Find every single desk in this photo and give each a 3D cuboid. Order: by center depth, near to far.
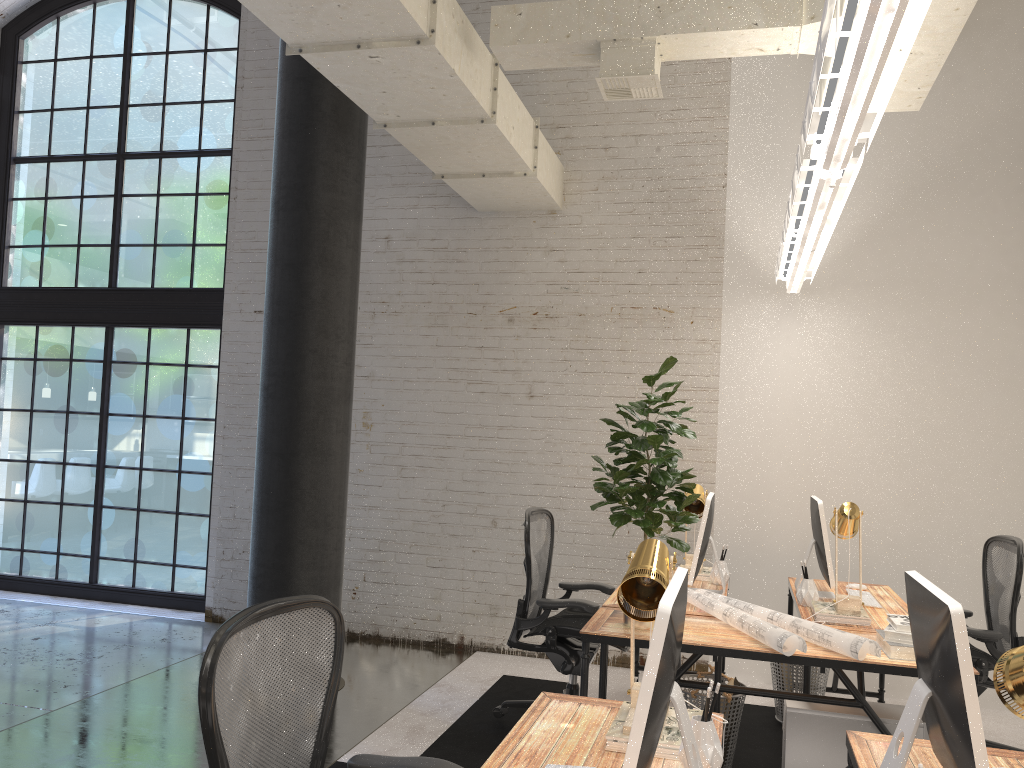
[{"bbox_3d":[0.969,1.264,1.661,0.529,0.724,1.402,2,-3,15],"label":"desk"},{"bbox_3d":[0.152,1.237,1.883,0.529,0.724,1.402,2,-3,15],"label":"desk"},{"bbox_3d":[0.975,1.339,3.431,1.400,0.724,0.530,2,-3,15],"label":"desk"},{"bbox_3d":[1.622,1.415,4.261,0.529,0.724,1.402,2,-3,15],"label":"desk"},{"bbox_3d":[0.805,1.388,4.483,0.529,0.724,1.402,2,-3,15],"label":"desk"}]

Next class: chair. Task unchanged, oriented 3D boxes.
[{"bbox_3d":[-0.332,1.039,1.919,0.792,1.085,0.771,3,-3,-2],"label":"chair"},{"bbox_3d":[2.123,1.260,4.238,0.792,1.085,0.771,3,-3,-2],"label":"chair"},{"bbox_3d":[0.321,1.190,4.519,0.792,1.085,0.771,3,-3,-2],"label":"chair"}]

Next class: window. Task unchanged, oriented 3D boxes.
[{"bbox_3d":[-3.260,-0.804,7.247,2.490,5.176,0.138,2,-2,15],"label":"window"}]

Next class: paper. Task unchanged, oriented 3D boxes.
[{"bbox_3d":[1.044,0.946,3.593,0.083,0.082,1.134,4,-3,-21],"label":"paper"},{"bbox_3d":[0.882,0.941,3.636,0.083,0.082,1.135,3,-3,-11],"label":"paper"}]

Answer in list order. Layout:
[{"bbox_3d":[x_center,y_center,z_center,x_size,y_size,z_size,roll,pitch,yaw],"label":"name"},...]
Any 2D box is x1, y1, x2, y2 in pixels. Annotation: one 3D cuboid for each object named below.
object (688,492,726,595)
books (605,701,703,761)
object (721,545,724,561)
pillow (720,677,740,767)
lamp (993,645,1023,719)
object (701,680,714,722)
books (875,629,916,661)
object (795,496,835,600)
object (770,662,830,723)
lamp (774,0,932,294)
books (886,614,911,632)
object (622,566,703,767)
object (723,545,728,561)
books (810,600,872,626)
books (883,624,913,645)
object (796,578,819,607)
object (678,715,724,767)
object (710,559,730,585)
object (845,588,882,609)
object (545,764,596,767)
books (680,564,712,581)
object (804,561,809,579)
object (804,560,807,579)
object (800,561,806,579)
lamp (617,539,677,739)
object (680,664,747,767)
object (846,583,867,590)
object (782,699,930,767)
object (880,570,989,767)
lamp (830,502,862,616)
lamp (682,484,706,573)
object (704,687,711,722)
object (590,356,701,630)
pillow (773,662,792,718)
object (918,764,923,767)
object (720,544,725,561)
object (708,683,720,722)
[{"bbox_3d":[0.954,0.782,4.336,0.189,0.485,0.484,2,-3,15],"label":"object"},{"bbox_3d":[0.372,0.887,2.279,0.225,0.038,0.309,2,-3,15],"label":"books"},{"bbox_3d":[1.094,0.942,4.627,0.008,0.207,0.054,3,-2,-2],"label":"object"},{"bbox_3d":[0.949,1.526,3.954,0.119,0.406,0.239,2,-3,15],"label":"pillow"},{"bbox_3d":[0.836,0.606,1.346,0.127,0.469,0.345,2,-3,15],"label":"lamp"},{"bbox_3d":[0.440,0.793,2.056,0.054,0.207,0.008,4,-2,-20],"label":"object"},{"bbox_3d":[1.470,0.967,3.269,0.200,0.050,0.272,2,-3,12],"label":"books"},{"bbox_3d":[1.530,0.816,4.455,0.189,0.485,0.484,2,-3,15],"label":"object"},{"bbox_3d":[1.538,1.584,4.753,0.353,0.434,0.359,2,-3,11],"label":"object"},{"bbox_3d":[0.821,-2.160,1.810,0.226,2.862,7.308,2,-3,15],"label":"lamp"},{"bbox_3d":[1.485,0.890,3.286,0.153,0.030,0.185,2,-3,13],"label":"books"},{"bbox_3d":[0.301,0.631,1.736,0.189,0.485,0.484,2,-3,15],"label":"object"},{"bbox_3d":[1.103,0.945,4.649,0.054,0.207,0.008,3,-2,2],"label":"object"},{"bbox_3d":[1.438,1.003,3.894,0.225,0.038,0.309,2,-3,15],"label":"books"},{"bbox_3d":[1.498,0.921,3.280,0.193,0.044,0.257,1,-4,32],"label":"books"},{"bbox_3d":[1.379,0.971,4.137,0.101,0.126,0.101,4,-3,-30],"label":"object"},{"bbox_3d":[0.436,0.834,2.040,0.101,0.126,0.101,4,-3,-30],"label":"object"},{"bbox_3d":[1.088,0.985,4.640,0.101,0.126,0.101,4,-3,-30],"label":"object"},{"bbox_3d":[1.728,1.054,4.365,0.118,0.017,0.439,2,-3,15],"label":"object"},{"bbox_3d":[0.081,0.858,1.808,0.118,0.017,0.439,2,-3,15],"label":"object"},{"bbox_3d":[1.025,1.038,4.879,0.225,0.038,0.309,2,-3,15],"label":"books"},{"bbox_3d":[1.378,0.929,4.124,0.054,0.207,0.008,4,-2,-20],"label":"object"},{"bbox_3d":[1.377,0.930,4.153,0.008,0.207,0.054,3,-2,-2],"label":"object"},{"bbox_3d":[1.368,0.929,4.131,0.054,0.207,0.008,3,-2,2],"label":"object"},{"bbox_3d":[0.345,0.632,2.247,0.127,0.469,0.345,2,-3,15],"label":"lamp"},{"bbox_3d":[0.875,1.511,3.980,0.353,0.434,0.359,2,-3,11],"label":"object"},{"bbox_3d":[1.818,1.069,4.680,0.106,0.029,0.059,2,-3,16],"label":"object"},{"bbox_3d":[1.346,1.498,3.478,0.543,0.454,0.221,2,-3,15],"label":"object"},{"bbox_3d":[0.878,0.665,1.855,0.189,0.485,0.484,2,-3,15],"label":"object"},{"bbox_3d":[1.490,0.757,3.946,0.126,0.469,0.345,2,-3,15],"label":"lamp"},{"bbox_3d":[0.996,0.783,4.847,0.126,0.469,0.344,2,-3,15],"label":"lamp"},{"bbox_3d":[0.441,0.791,2.027,0.008,0.207,0.054,3,-2,-2],"label":"object"},{"bbox_3d":[0.532,0.425,3.568,0.438,1.077,0.514,2,-2,5],"label":"object"},{"bbox_3d":[1.463,1.595,4.777,0.119,0.406,0.239,2,-3,15],"label":"pillow"},{"bbox_3d":[0.725,0.779,1.553,0.008,0.207,0.054,3,-2,-2],"label":"object"},{"bbox_3d":[1.093,0.944,4.656,0.054,0.207,0.008,4,-2,-20],"label":"object"},{"bbox_3d":[0.451,0.794,2.049,0.054,0.207,0.008,3,-2,2],"label":"object"}]
